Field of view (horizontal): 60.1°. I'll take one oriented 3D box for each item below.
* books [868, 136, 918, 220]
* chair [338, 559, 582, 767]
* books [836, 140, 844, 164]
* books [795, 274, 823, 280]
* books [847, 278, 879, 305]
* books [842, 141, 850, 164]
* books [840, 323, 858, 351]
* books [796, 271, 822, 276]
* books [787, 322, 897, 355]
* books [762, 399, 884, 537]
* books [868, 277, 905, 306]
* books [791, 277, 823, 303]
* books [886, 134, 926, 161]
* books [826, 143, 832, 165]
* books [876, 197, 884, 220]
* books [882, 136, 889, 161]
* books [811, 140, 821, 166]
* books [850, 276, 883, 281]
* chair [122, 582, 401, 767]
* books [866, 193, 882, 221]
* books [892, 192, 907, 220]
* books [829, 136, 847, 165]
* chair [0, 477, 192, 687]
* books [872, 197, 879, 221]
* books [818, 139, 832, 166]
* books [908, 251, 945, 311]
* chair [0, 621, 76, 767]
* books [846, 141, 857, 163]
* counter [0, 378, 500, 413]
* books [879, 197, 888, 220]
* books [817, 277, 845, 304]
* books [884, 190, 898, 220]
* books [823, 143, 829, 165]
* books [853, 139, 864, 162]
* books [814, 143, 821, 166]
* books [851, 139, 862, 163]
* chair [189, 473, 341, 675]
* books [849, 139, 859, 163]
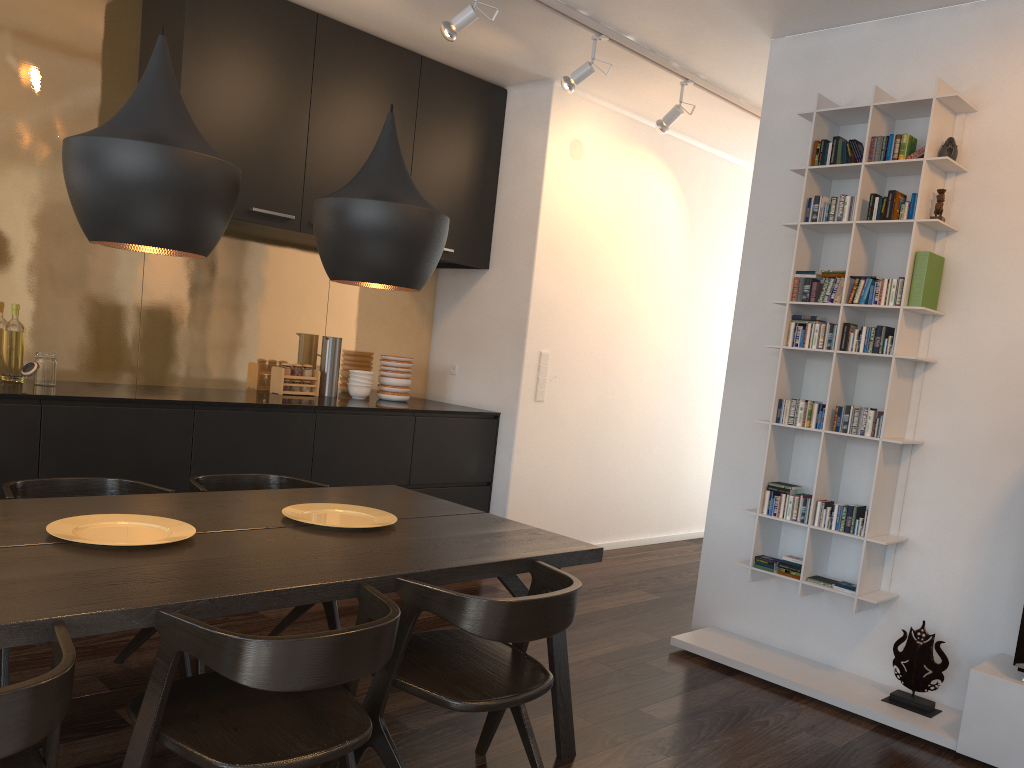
[{"bbox_3d":[1.519,-0.800,3.478,0.107,0.335,0.227,0,8,-45],"label":"books"},{"bbox_3d":[-0.121,0.833,2.411,0.516,0.676,0.593,11,6,43],"label":"chair"},{"bbox_3d":[1.349,-0.936,3.604,0.074,0.100,0.019,1,8,-45],"label":"books"},{"bbox_3d":[1.251,-0.450,3.722,0.091,0.014,0.070,8,3,45],"label":"books"},{"bbox_3d":[1.416,-0.368,3.561,0.096,0.108,0.087,2,7,-45],"label":"books"},{"bbox_3d":[1.363,-0.931,3.592,0.070,0.094,0.028,1,8,-45],"label":"books"},{"bbox_3d":[1.373,-0.188,3.607,0.074,0.116,0.028,1,8,-45],"label":"books"},{"bbox_3d":[1.253,-0.463,3.715,0.070,0.014,0.092,4,3,-40],"label":"books"},{"bbox_3d":[1.371,-0.188,3.633,0.464,0.113,0.122,9,5,44],"label":"books"},{"bbox_3d":[1.310,0.336,3.689,0.122,0.515,0.466,0,8,-45],"label":"books"},{"bbox_3d":[1.501,-0.360,3.491,0.122,0.113,0.136,2,6,-45],"label":"books"},{"bbox_3d":[1.251,-0.391,3.730,0.096,0.105,0.100,2,6,-45],"label":"books"},{"bbox_3d":[1.557,-0.910,3.440,0.159,0.111,0.101,10,6,44],"label":"books"},{"bbox_3d":[1.320,-0.937,3.636,0.070,0.093,0.013,1,8,-45],"label":"books"},{"bbox_3d":[1.463,-0.684,3.493,0.070,0.093,0.013,1,8,-45],"label":"books"},{"bbox_3d":[1.485,-0.916,3.489,0.069,0.108,0.012,1,8,-45],"label":"books"},{"bbox_3d":[1.275,-0.951,3.682,0.069,0.108,0.016,1,8,-45],"label":"books"},{"bbox_3d":[1.422,-0.424,3.546,0.106,0.008,0.069,8,3,45],"label":"books"},{"bbox_3d":[-0.553,0.802,1.976,0.593,0.676,0.516,2,7,-45],"label":"chair"},{"bbox_3d":[1.440,-0.696,3.513,0.069,0.108,0.023,1,8,-45],"label":"books"},{"bbox_3d":[1.511,-0.686,3.449,0.069,0.108,0.016,1,8,-45],"label":"books"},{"bbox_3d":[1.335,-0.946,3.621,0.074,0.116,0.028,1,8,-45],"label":"books"},{"bbox_3d":[-1.386,0.677,2.870,0.516,0.676,0.593,11,6,43],"label":"chair"},{"bbox_3d":[1.454,-0.686,3.504,0.070,0.093,0.013,1,8,-45],"label":"books"},{"bbox_3d":[1.295,-0.948,3.656,0.069,0.108,0.023,1,8,-45],"label":"books"},{"bbox_3d":[1.616,-0.396,3.449,0.166,0.215,0.049,1,8,-45],"label":"books"},{"bbox_3d":[-1.030,0.768,1.487,0.516,0.676,0.593,11,6,43],"label":"chair"},{"bbox_3d":[1.379,-0.928,3.575,0.070,0.091,0.046,1,7,-45],"label":"books"},{"bbox_3d":[-2.102,0.006,3.731,5.066,0.002,0.727,4,3,-45],"label":"counter"},{"bbox_3d":[1.474,-0.684,3.481,0.070,0.093,0.020,1,8,-45],"label":"books"},{"bbox_3d":[1.337,-0.380,3.644,0.096,0.108,0.113,2,6,-45],"label":"books"},{"bbox_3d":[1.494,-0.693,3.464,0.074,0.116,0.028,1,8,-45],"label":"books"},{"bbox_3d":[1.309,-0.938,3.645,0.070,0.093,0.013,1,8,-45],"label":"books"},{"bbox_3d":[1.405,-0.927,3.551,0.069,0.099,0.057,1,7,-45],"label":"books"},{"bbox_3d":[1.283,-0.942,3.670,0.070,0.093,0.013,1,8,-45],"label":"books"},{"bbox_3d":[1.399,-0.928,3.557,0.069,0.099,0.057,1,7,-45],"label":"books"},{"bbox_3d":[-0.957,0.708,3.302,0.516,0.676,0.593,11,6,44],"label":"chair"},{"bbox_3d":[1.392,-0.929,3.563,0.069,0.099,0.057,1,7,-45],"label":"books"}]
